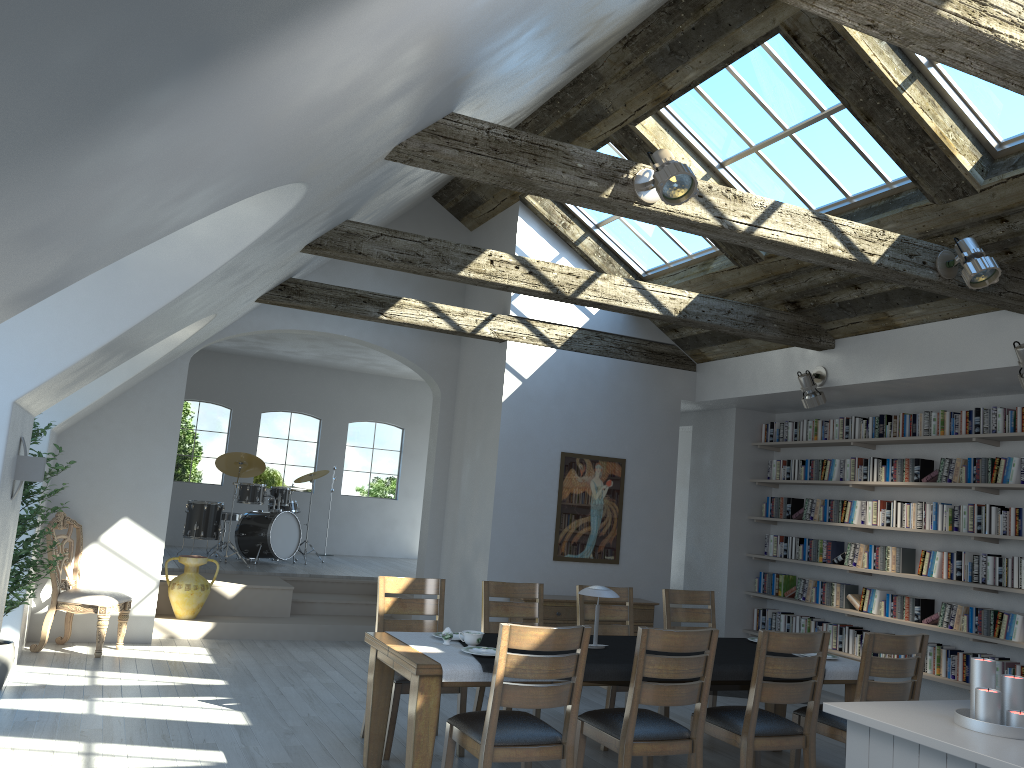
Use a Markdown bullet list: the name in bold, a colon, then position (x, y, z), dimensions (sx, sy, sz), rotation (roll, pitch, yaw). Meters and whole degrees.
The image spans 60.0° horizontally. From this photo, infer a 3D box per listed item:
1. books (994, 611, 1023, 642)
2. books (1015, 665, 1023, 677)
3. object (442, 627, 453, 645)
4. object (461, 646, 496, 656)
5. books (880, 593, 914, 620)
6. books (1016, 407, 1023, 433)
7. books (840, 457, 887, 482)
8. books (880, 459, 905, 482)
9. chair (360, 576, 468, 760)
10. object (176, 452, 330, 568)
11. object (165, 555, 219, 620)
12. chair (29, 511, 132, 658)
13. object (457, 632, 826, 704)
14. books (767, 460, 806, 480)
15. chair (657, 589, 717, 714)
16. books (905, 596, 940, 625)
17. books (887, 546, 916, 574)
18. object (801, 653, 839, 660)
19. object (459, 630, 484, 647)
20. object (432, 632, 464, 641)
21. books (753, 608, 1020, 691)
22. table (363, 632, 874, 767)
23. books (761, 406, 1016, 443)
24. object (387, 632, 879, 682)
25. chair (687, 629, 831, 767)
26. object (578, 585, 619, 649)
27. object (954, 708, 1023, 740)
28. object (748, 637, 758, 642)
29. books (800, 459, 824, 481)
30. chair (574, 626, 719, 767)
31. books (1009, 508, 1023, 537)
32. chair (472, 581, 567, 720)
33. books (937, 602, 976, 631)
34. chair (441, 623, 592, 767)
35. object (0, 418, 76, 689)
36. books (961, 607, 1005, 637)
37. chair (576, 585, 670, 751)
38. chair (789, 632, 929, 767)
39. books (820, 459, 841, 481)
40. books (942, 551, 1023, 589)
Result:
- **books**: position (3.896, 1.885, 6.867), dimensions (0.189, 0.228, 0.249), rotation (8, -8, -24)
- **books**: position (4.516, 2.117, 5.419), dimensions (0.242, 0.237, 2.981), rotation (8, -8, -24)
- **object**: position (-0.360, 1.402, 4.941), dimensions (0.064, 0.092, 0.064), rotation (6, -8, -6)
- **object**: position (-0.146, 1.430, 4.727), dimensions (0.250, 0.017, 0.253), rotation (8, -8, -24)
- **books**: position (3.436, 1.982, 7.871), dimensions (0.209, 0.220, 0.278), rotation (8, -8, -25)
- **books**: position (4.678, 0.168, 5.689), dimensions (0.242, 0.237, 2.981), rotation (8, -8, -24)
- **books**: position (3.361, 0.822, 8.414), dimensions (0.214, 0.237, 0.490), rotation (8, -8, -24)
- **books**: position (3.521, 0.798, 8.064), dimensions (0.209, 0.220, 0.278), rotation (8, -8, -25)
- **chair**: position (-0.601, 1.763, 5.618), dimensions (0.514, 1.006, 0.605), rotation (8, -8, -24)
- **object**: position (-3.502, 1.640, 11.777), dimensions (1.465, 1.383, 2.354), rotation (2, -8, 20)
- **object**: position (-3.190, 2.011, 8.772), dimensions (0.396, 0.605, 0.402), rotation (2, -8, 22)
- **chair**: position (-3.656, 1.701, 7.617), dimensions (0.655, 1.159, 0.552), rotation (5, -8, 1)
- **object**: position (0.742, 1.714, 5.363), dimensions (2.456, 0.227, 1.073), rotation (8, -8, -24)
- **books**: position (2.930, 0.918, 9.349), dimensions (0.214, 0.220, 0.490), rotation (8, -8, -24)
- **chair**: position (1.423, 2.057, 6.522), dimensions (0.514, 1.006, 0.605), rotation (8, -8, -24)
- **books**: position (3.563, 1.956, 7.588), dimensions (0.189, 0.224, 0.345), rotation (8, -8, -24)
- **books**: position (3.471, 1.572, 7.920), dimensions (0.189, 0.220, 0.156), rotation (8, -8, -24)
- **object**: position (1.947, 1.731, 5.646), dimensions (0.250, 0.017, 0.253), rotation (8, -8, -24)
- **object**: position (-0.219, 1.417, 4.917), dimensions (0.124, 0.081, 0.130), rotation (2, -8, 18)
- **object**: position (-0.338, 1.472, 5.159), dimensions (0.250, 0.017, 0.253), rotation (8, -8, -24)
- **books**: position (3.271, 2.375, 8.123), dimensions (0.242, 0.237, 2.981), rotation (8, -8, -24)
- **table**: position (0.703, 1.969, 5.313), dimensions (3.078, 0.737, 0.939), rotation (8, -8, -24)
- **books**: position (3.434, 0.426, 8.393), dimensions (0.242, 0.237, 2.981), rotation (8, -8, -24)
- **object**: position (0.746, 1.642, 5.368), dimensions (2.872, 0.077, 1.050), rotation (8, -8, -24)
- **chair**: position (1.362, 1.832, 4.888), dimensions (0.514, 1.006, 0.605), rotation (8, -8, -24)
- **object**: position (0.507, 1.384, 5.275), dimensions (0.251, 0.362, 0.251), rotation (5, -8, -1)
- **object**: position (1.795, 1.249, 3.265), dimensions (0.297, 0.040, 0.297), rotation (3, -8, 16)
- **object**: position (1.756, 1.778, 6.113), dimensions (0.250, 0.017, 0.253), rotation (8, -8, -24)
- **books**: position (3.091, 0.884, 8.999), dimensions (0.209, 0.220, 0.278), rotation (8, -8, -25)
- **chair**: position (0.687, 1.735, 4.587), dimensions (0.514, 1.006, 0.605), rotation (8, -8, -24)
- **books**: position (4.592, 0.952, 5.628), dimensions (0.242, 0.237, 2.981), rotation (8, -8, -24)
- **chair**: position (0.074, 1.861, 5.919), dimensions (0.514, 1.006, 0.605), rotation (8, -8, -24)
- **books**: position (3.681, 1.929, 7.333), dimensions (0.189, 0.228, 0.249), rotation (8, -8, -24)
- **chair**: position (0.012, 1.637, 4.285), dimensions (0.514, 1.006, 0.605), rotation (8, -8, -24)
- **object**: position (-3.500, 1.128, 6.178), dimensions (0.718, 1.920, 0.737), rotation (6, -8, -5)
- **books**: position (3.785, 1.910, 7.112), dimensions (0.209, 0.220, 0.278), rotation (8, -8, -25)
- **chair**: position (0.748, 1.959, 6.221), dimensions (0.514, 1.006, 0.605), rotation (8, -8, -24)
- **chair**: position (2.036, 1.930, 5.189), dimensions (0.514, 1.006, 0.605), rotation (8, -8, -24)
- **books**: position (3.202, 0.859, 8.753), dimensions (0.189, 0.228, 0.249), rotation (8, -8, -24)
- **books**: position (4.309, 1.392, 6.119), dimensions (0.242, 0.237, 2.981), rotation (8, -8, -24)
